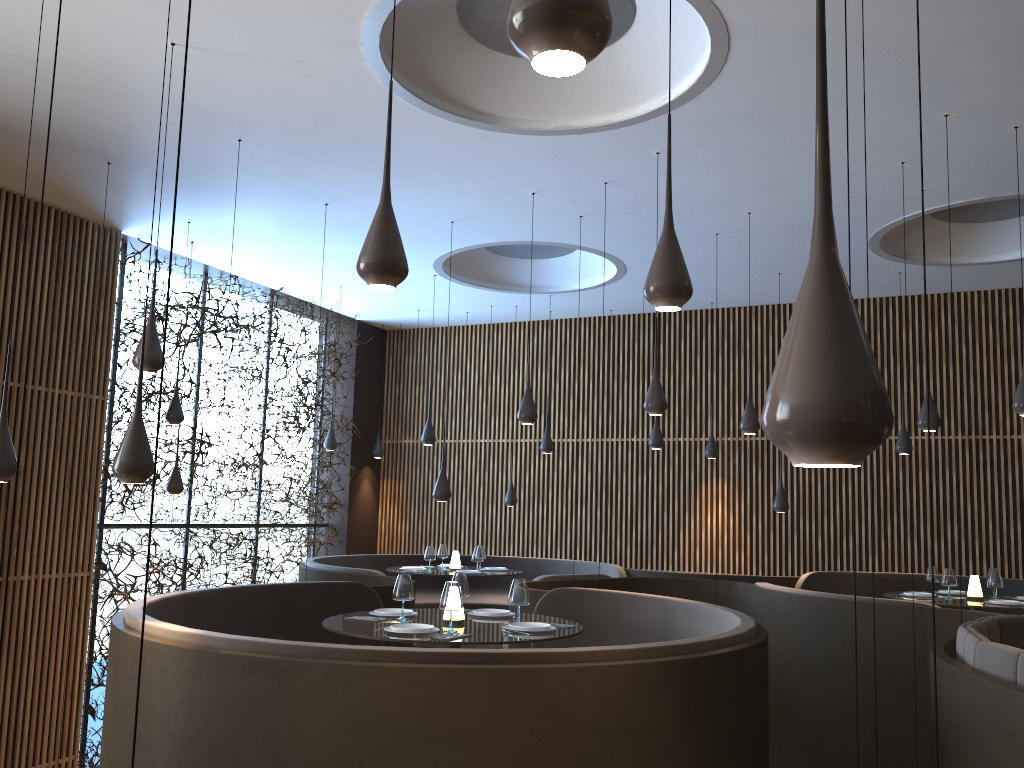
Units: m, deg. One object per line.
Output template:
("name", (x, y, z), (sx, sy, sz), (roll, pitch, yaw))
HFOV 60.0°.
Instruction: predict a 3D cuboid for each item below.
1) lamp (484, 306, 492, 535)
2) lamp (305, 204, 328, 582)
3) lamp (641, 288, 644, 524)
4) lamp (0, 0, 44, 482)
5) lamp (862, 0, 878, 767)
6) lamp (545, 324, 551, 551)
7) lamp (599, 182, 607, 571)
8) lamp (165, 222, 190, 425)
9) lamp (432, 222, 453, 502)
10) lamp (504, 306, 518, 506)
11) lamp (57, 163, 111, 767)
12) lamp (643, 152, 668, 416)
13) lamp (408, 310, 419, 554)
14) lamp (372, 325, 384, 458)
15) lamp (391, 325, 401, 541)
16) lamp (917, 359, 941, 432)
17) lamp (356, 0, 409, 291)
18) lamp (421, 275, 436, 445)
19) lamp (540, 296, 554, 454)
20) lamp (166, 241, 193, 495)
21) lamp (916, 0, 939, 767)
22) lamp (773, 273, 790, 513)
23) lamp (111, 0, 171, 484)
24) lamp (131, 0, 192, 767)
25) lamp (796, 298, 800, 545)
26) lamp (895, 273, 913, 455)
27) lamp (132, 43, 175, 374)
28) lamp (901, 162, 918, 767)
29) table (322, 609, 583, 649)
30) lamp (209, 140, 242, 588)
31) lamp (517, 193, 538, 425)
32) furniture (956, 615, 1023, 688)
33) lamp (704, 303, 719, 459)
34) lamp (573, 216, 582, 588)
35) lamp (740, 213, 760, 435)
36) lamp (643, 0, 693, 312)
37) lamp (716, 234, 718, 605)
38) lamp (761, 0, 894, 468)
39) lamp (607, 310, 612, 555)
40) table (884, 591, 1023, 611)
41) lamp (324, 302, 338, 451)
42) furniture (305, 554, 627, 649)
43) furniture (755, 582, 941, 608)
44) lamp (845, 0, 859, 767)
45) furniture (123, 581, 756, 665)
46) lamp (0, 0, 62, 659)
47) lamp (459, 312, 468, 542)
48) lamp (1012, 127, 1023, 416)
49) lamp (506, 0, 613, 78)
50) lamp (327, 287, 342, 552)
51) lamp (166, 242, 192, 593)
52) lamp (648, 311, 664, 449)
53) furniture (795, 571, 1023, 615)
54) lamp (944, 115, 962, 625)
("lamp", (-0.394, 1.941, 12.860), (0.196, 6.257, 0.196), (-4, -9, 39))
("lamp", (-1.972, 1.284, 8.623), (0.196, 6.257, 0.196), (4, -7, -21))
("lamp", (1.686, 1.813, 11.559), (0.196, 6.257, 0.196), (-4, -9, 39))
("lamp", (-2.801, -0.925, 5.067), (0.196, 2.952, 0.196), (4, -7, -20))
("lamp", (1.722, 0.756, 4.231), (0.196, 6.257, 0.196), (6, -8, -30))
("lamp", (0.504, 2.006, 13.126), (0.196, 6.257, 0.196), (-4, -9, 39))
("lamp", (0.777, 1.248, 7.828), (0.196, 6.257, 0.196), (6, -8, -30))
("lamp", (-3.564, -0.667, 9.564), (0.196, 2.217, 0.196), (6, -8, -30))
("lamp", (-0.678, -0.259, 9.259), (0.196, 2.952, 0.196), (-1, -7, 19))
("lamp", (0.023, 0.308, 13.043), (0.196, 2.952, 0.196), (1, -7, 9))
("lamp", (-3.754, 1.099, 7.693), (0.196, 6.257, 0.196), (2, -7, -1))
("lamp", (1.200, -0.849, 7.355), (0.196, 2.217, 0.196), (6, -8, -30))
("lamp", (-1.524, 1.968, 13.271), (0.196, 6.257, 0.196), (7, -9, -40))
("lamp", (-2.181, 0.115, 14.704), (0.196, 2.217, 0.196), (7, -9, -40))
("lamp", (-1.943, 2.121, 14.410), (0.196, 6.257, 0.196), (7, -9, -40))
("lamp", (3.745, -0.681, 8.017), (0.196, 2.217, 0.196), (6, -8, -30))
("lamp", (-0.455, -1.459, 3.436), (0.196, 2.217, 0.196), (-2, -8, 29))
("lamp", (-1.039, -0.320, 11.465), (0.196, 2.217, 0.196), (1, -7, 9))
("lamp", (0.510, -0.144, 12.376), (0.196, 2.217, 0.196), (1, -7, 9))
("lamp", (-3.792, -0.206, 10.243), (0.196, 2.952, 0.196), (6, -8, -30))
("lamp", (1.191, 0.492, 2.513), (0.196, 6.257, 0.196), (1, -7, 9))
("lamp", (3.288, 0.087, 10.864), (0.196, 2.952, 0.196), (1, -7, 9))
("lamp", (-1.797, -0.983, 4.466), (0.196, 2.952, 0.196), (3, -7, -11))
("lamp", (-0.847, 0.370, 2.072), (0.196, 6.257, 0.196), (-2, -8, 29))
("lamp", (3.858, 1.924, 11.893), (0.196, 6.257, 0.196), (-4, -9, 39))
("lamp", (4.721, -0.261, 10.731), (0.196, 2.217, 0.196), (2, -7, -1))
("lamp", (-2.299, -1.171, 5.797), (0.196, 2.217, 0.196), (-1, -7, 19))
("lamp", (3.234, 1.224, 7.172), (0.196, 6.257, 0.196), (6, -8, -30))
("table", (-0.393, 2.057, 5.693), (1.673, 1.021, 1.676), (-4, -9, 34))
("lamp", (-2.384, 1.053, 7.104), (0.196, 6.257, 0.196), (4, -7, -21))
("lamp", (0.174, -0.726, 8.385), (0.196, 2.217, 0.196), (6, -8, -30))
("furniture", (2.833, 1.829, 4.602), (0.931, 1.057, 2.538), (-3, -9, 29))
("lamp", (2.824, -0.055, 12.530), (0.196, 2.217, 0.196), (1, -7, 9))
("lamp", (0.621, 1.380, 8.773), (0.196, 6.257, 0.196), (6, -8, -30))
("lamp", (2.349, -0.613, 8.762), (0.196, 2.217, 0.196), (6, -8, -30))
("lamp", (0.652, -1.399, 3.658), (0.196, 2.217, 0.196), (-1, -7, 19))
("lamp", (2.125, 1.486, 9.211), (0.196, 6.257, 0.196), (-4, -9, 39))
("lamp", (0.530, -1.338, 1.547), (0.196, 2.952, 0.196), (-2, -8, 29))
("lamp", (1.396, 2.001, 12.917), (0.196, 6.257, 0.196), (7, -9, -40))
("table", (4.577, 2.638, 8.728), (1.672, 1.021, 1.678), (0, -8, 14))
("lamp", (-2.643, -0.120, 13.168), (0.196, 2.217, 0.196), (7, -9, -40))
("furniture", (-0.516, 2.673, 10.617), (3.883, 1.044, 3.804), (1, -8, 1))
("furniture", (3.031, 2.420, 8.094), (0.901, 1.044, 2.537), (5, -9, -24))
("lamp", (1.239, 0.594, 3.208), (0.196, 6.257, 0.196), (7, -9, -40))
("furniture", (-0.431, 1.984, 5.660), (3.880, 1.115, 3.803), (2, -8, -1))
("lamp", (-1.531, 0.443, 2.713), (0.196, 6.257, 0.196), (-2, -8, 29))
("lamp", (-0.780, 2.000, 13.340), (0.196, 6.257, 0.196), (1, -7, 9))
("lamp", (3.837, -0.869, 6.672), (0.196, 2.217, 0.196), (6, -8, -30))
("lamp", (0.117, -1.686, 1.752), (0.196, 2.217, 0.196), (6, -8, -30))
("lamp", (-2.468, 1.753, 11.970), (0.196, 6.257, 0.196), (7, -9, -40))
("lamp", (-3.859, 1.440, 10.074), (0.196, 6.257, 0.196), (7, -9, -40))
("lamp", (1.806, -0.300, 11.036), (0.196, 2.217, 0.196), (1, -7, 9))
("furniture", (5.176, 2.607, 9.228), (1.983, 1.044, 3.942), (7, -10, -33))
("lamp", (3.167, 1.093, 6.278), (0.196, 6.257, 0.196), (6, -8, -30))
